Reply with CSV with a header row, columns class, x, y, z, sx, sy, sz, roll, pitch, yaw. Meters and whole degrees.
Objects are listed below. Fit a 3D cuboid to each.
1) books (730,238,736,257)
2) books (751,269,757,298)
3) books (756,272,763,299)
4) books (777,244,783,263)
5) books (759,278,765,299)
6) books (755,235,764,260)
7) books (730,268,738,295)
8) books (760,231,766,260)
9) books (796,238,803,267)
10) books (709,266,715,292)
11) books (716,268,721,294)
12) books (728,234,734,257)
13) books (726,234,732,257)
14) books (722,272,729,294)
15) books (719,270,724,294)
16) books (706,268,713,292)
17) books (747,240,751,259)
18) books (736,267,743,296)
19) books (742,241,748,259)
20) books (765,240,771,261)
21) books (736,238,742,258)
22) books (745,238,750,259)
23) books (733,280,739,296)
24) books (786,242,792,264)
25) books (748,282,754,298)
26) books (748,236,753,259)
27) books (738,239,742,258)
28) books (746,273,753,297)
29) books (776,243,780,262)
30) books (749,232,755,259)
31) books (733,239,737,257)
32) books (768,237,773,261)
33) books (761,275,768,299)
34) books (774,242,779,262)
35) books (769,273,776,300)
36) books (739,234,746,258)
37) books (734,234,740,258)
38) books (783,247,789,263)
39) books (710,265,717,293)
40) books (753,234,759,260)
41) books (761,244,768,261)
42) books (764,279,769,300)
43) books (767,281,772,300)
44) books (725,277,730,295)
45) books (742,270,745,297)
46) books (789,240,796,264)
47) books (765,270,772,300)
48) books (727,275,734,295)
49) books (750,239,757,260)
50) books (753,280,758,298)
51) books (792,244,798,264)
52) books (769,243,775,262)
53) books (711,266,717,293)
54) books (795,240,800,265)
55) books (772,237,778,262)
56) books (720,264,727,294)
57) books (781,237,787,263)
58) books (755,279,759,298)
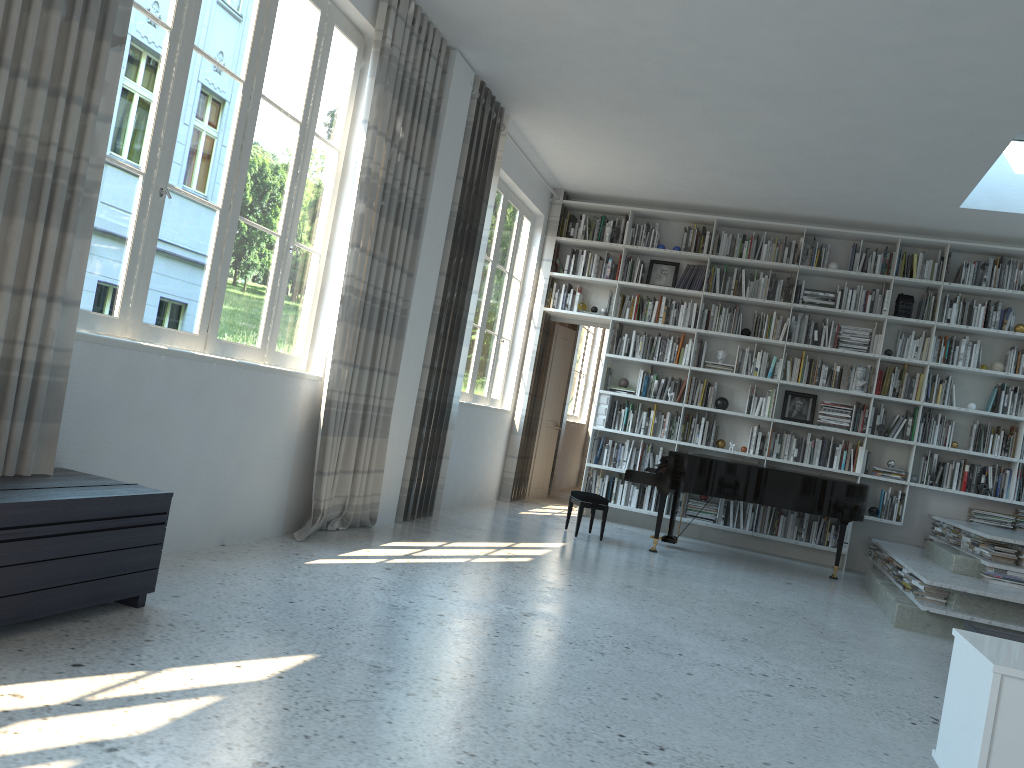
class,x,y,z,sx,sy,sz,roll,pitch,yaw
books,2.174,-1.312,8.734,0.029,0.208,0.178,10,-1,16
books,2.368,-0.957,8.671,0.012,0.308,0.145,10,-1,16
books,2.420,-0.937,8.667,0.026,0.286,0.137,10,-1,16
books,2.600,-1.237,8.605,0.026,0.200,0.187,10,-1,16
books,2.431,-0.906,8.637,0.021,0.226,0.191,10,-1,16
books,2.418,-1.304,8.673,0.052,0.273,0.172,10,-1,16
books,2.183,-0.981,8.724,0.022,0.293,0.156,10,-1,16
books,2.457,-1.318,8.677,0.014,0.315,0.166,10,-1,16
books,2.776,-1.251,8.569,0.026,0.288,0.176,10,-1,16
books,1.980,-1.010,8.787,0.013,0.283,0.159,10,-1,16
books,2.041,-0.995,8.774,0.067,0.274,0.168,10,-1,16
books,2.161,-1.335,8.752,0.012,0.250,0.174,10,-1,16
books,2.146,-1.338,8.761,0.023,0.251,0.170,10,-1,16
books,2.102,-0.969,8.739,0.031,0.242,0.181,10,-1,16
books,2.074,-0.983,8.755,0.011,0.260,0.157,10,-1,16
books,1.957,-1.001,8.777,0.023,0.256,0.175,10,-1,16
books,2.323,-1.291,8.702,0.011,0.216,0.160,10,-1,16
books,2.239,-0.982,8.727,0.013,0.315,0.135,10,-1,16
books,2.292,-1.288,8.722,0.030,0.201,0.152,10,-1,16
books,2.498,-1.271,8.663,0.026,0.235,0.134,10,-1,16
books,2.236,-1.314,8.759,0.025,0.234,0.129,10,-1,16
books,2.315,-1.301,8.713,0.013,0.234,0.155,10,-1,16
books,2.203,-0.920,8.724,0.034,0.180,0.160,10,-1,16
books,2.684,-1.241,8.604,0.026,0.237,0.149,10,-1,16
books,2.338,-0.898,8.675,0.028,0.180,0.168,10,-1,16
books,2.338,-1.306,8.700,0.013,0.251,0.183,10,-1,16
books,2.250,-1.302,8.746,0.012,0.216,0.150,10,-1,16
books,2.322,-0.943,8.690,0.027,0.265,0.168,10,-1,16
books,2.582,-1.243,8.613,0.013,0.207,0.178,10,-1,16
books,2.353,-1.328,8.699,0.010,0.299,0.151,10,-1,16
books,2.198,-1.307,8.740,0.014,0.207,0.166,10,-1,16
books,2.520,-1.284,8.659,0.014,0.269,0.156,10,-1,16
books,2.462,-0.918,8.649,0.028,0.261,0.135,10,-1,16
books,2.571,-1.255,8.630,0.021,0.228,0.161,10,-1,16
books,2.536,-0.920,8.637,0.022,0.290,0.146,10,-1,16
books,2.273,-1.325,8.740,0.028,0.268,0.151,10,-1,16
books,2.215,-1.333,8.739,0.010,0.264,0.160,10,-1,16
books,2.650,-1.220,8.602,0.031,0.184,0.177,10,-1,16
books,2.001,-1.019,8.803,0.014,0.309,0.130,10,-1,16
books,2.389,-1.310,8.685,0.013,0.276,0.164,10,-1,16
books,2.465,-1.254,8.663,0.031,0.190,0.181,10,-1,16
books,2.478,-0.900,8.639,0.013,0.231,0.142,10,-1,16
books,2.507,-0.886,8.641,0.024,0.213,0.150,10,-1,16
books,2.127,-0.944,8.744,0.024,0.201,0.153,10,-1,16
books,2.271,-0.963,8.690,0.075,0.285,0.178,10,-1,16
books,2.715,-1.247,8.604,0.029,0.261,0.151,10,-1,16
books,2.494,-0.939,8.627,0.011,0.313,0.183,10,-1,16
books,2.152,-0.949,8.730,0.029,0.219,0.158,10,-1,16
books,2.370,-1.292,8.704,0.029,0.235,0.130,10,-1,16
books,2.384,-0.906,8.689,0.024,0.212,0.128,10,-1,16
books,2.732,-1.227,8.576,0.026,0.225,0.172,10,-1,16
books,2.538,-1.253,8.661,0.029,0.213,0.141,10,-1,16
books,2.004,-1.008,8.778,0.010,0.287,0.148,10,-1,16
books,2.757,-1.244,8.579,0.014,0.267,0.171,10,-1,16
books,2.556,-1.277,8.629,0.014,0.266,0.192,10,-1,16
books,2.087,-1.008,8.744,0.012,0.315,0.171,10,-1,16
books,2.640,-1.273,8.614,0.013,0.285,0.160,10,-1,16
books,2.393,-0.903,8.659,0.010,0.208,0.173,10,-1,16
